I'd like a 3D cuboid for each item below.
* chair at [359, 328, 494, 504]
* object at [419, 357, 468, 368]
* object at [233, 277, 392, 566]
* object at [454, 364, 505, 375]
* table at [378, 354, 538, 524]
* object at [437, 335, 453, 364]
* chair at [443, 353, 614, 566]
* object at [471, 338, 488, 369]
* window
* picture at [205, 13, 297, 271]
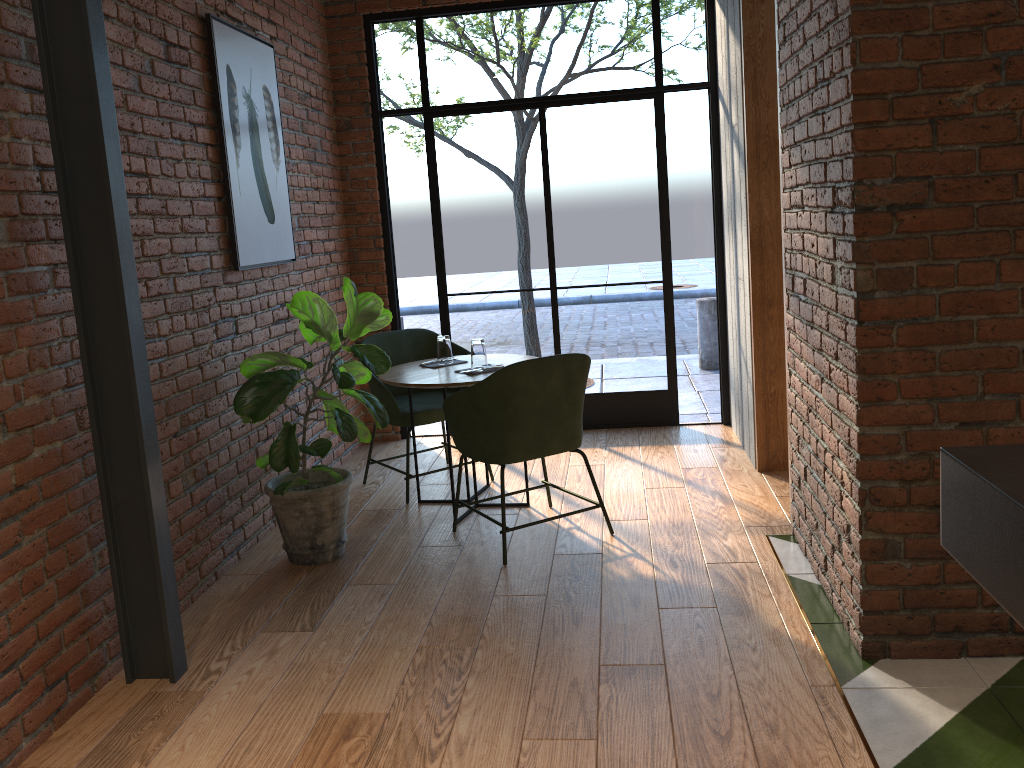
[{"bbox_3d":[-0.477,0.134,4.744,0.641,0.813,0.516,-10,10,-34],"label":"chair"},{"bbox_3d":[-0.336,-0.112,4.447,0.243,0.019,0.158,-11,13,-35],"label":"object"},{"bbox_3d":[-0.853,0.150,3.773,0.717,1.188,0.636,-10,10,-32],"label":"object"},{"bbox_3d":[-0.157,-0.073,4.165,0.243,0.019,0.158,-11,13,-35],"label":"object"},{"bbox_3d":[-0.217,0.258,4.333,0.808,0.682,0.812,-6,10,-9],"label":"table"},{"bbox_3d":[-0.337,-0.172,4.412,0.080,0.137,0.081,0,10,28],"label":"object"},{"bbox_3d":[0.050,0.260,3.862,0.640,0.813,0.517,-9,10,-29],"label":"chair"},{"bbox_3d":[-0.158,-0.143,4.187,0.080,0.137,0.081,0,10,28],"label":"object"},{"bbox_3d":[0.234,-1.024,5.575,2.135,2.683,0.097,-3,8,7],"label":"window"},{"bbox_3d":[-1.213,-1.104,4.188,0.023,1.088,0.731,-3,9,7],"label":"picture"}]
